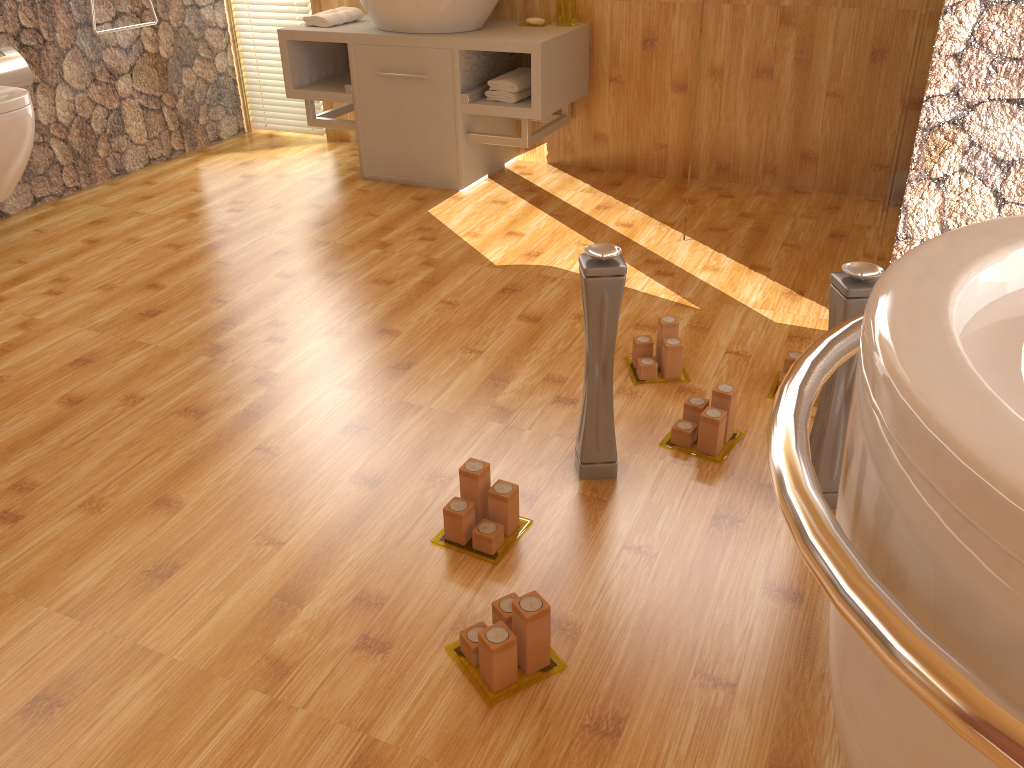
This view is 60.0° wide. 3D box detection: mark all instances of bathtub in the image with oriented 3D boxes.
[{"bbox_3d":[1.166,0.301,0.652,1.946,0.900,0.977,13,33,24],"label":"bathtub"}]

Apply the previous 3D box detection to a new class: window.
[{"bbox_3d":[0.564,-1.904,3.262,3.964,2.164,0.010,12,32,22],"label":"window"}]

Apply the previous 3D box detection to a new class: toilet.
[{"bbox_3d":[-1.762,-0.751,2.849,0.507,0.337,0.371,12,32,22],"label":"toilet"}]

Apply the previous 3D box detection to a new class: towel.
[{"bbox_3d":[0.011,-1.125,3.396,0.140,0.048,0.225,15,33,26],"label":"towel"},{"bbox_3d":[0.021,-1.161,3.381,0.140,0.048,0.225,15,33,26],"label":"towel"},{"bbox_3d":[-0.728,-1.498,3.617,0.140,0.048,0.225,15,33,26],"label":"towel"}]

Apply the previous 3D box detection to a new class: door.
[{"bbox_3d":[0.974,-1.532,2.590,0.983,2.147,0.077,-14,32,-21],"label":"door"}]

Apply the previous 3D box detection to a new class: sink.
[{"bbox_3d":[-0.322,-1.582,3.385,0.634,0.409,0.533,12,32,22],"label":"sink"}]

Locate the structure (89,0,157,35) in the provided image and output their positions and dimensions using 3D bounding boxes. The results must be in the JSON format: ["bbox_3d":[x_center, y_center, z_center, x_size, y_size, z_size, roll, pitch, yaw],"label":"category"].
[{"bbox_3d":[-1.563,-1.577,3.427,0.133,0.387,0.332,12,32,22],"label":"structure"}]

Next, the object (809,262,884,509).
[{"bbox_3d":[0.597,0.014,1.616,0.080,0.478,0.080,-3,29,-3],"label":"object"}]

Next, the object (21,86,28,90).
[{"bbox_3d":[-1.769,-1.040,3.103,0.090,0.151,0.098,12,32,22],"label":"object"}]

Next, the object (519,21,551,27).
[{"bbox_3d":[0.091,-1.414,3.479,0.100,0.010,0.100,12,32,22],"label":"object"}]

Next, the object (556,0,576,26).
[{"bbox_3d":[0.210,-1.440,3.436,0.060,0.093,0.060,12,32,22],"label":"object"}]

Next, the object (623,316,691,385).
[{"bbox_3d":[0.356,-0.092,2.164,0.141,0.131,0.141,-3,29,-3],"label":"object"}]

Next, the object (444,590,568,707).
[{"bbox_3d":[-0.012,0.372,1.357,0.141,0.131,0.141,-18,34,-27],"label":"object"}]

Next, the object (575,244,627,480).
[{"bbox_3d":[1.107,-0.945,1.825,2.276,1.921,0.347,-13,31,-19],"label":"object"}]

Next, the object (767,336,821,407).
[{"bbox_3d":[0.686,-0.043,2.065,0.141,0.131,0.141,12,32,21],"label":"object"}]

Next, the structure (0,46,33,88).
[{"bbox_3d":[-1.794,-1.104,3.071,0.154,0.151,0.170,12,32,22],"label":"structure"}]

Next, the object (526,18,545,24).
[{"bbox_3d":[0.092,-1.422,3.476,0.075,0.023,0.050,-17,33,-25],"label":"object"}]

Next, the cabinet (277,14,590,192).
[{"bbox_3d":[-0.312,-1.159,3.632,1.136,0.570,0.517,12,32,22],"label":"cabinet"}]

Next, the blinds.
[{"bbox_3d":[-1.110,-2.185,3.801,0.420,2.178,0.042,12,32,22],"label":"blinds"}]

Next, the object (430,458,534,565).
[{"bbox_3d":[-0.056,0.220,1.628,0.141,0.131,0.141,14,33,25],"label":"object"}]

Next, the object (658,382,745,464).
[{"bbox_3d":[0.410,0.063,1.888,0.141,0.131,0.141,17,34,29],"label":"object"}]
